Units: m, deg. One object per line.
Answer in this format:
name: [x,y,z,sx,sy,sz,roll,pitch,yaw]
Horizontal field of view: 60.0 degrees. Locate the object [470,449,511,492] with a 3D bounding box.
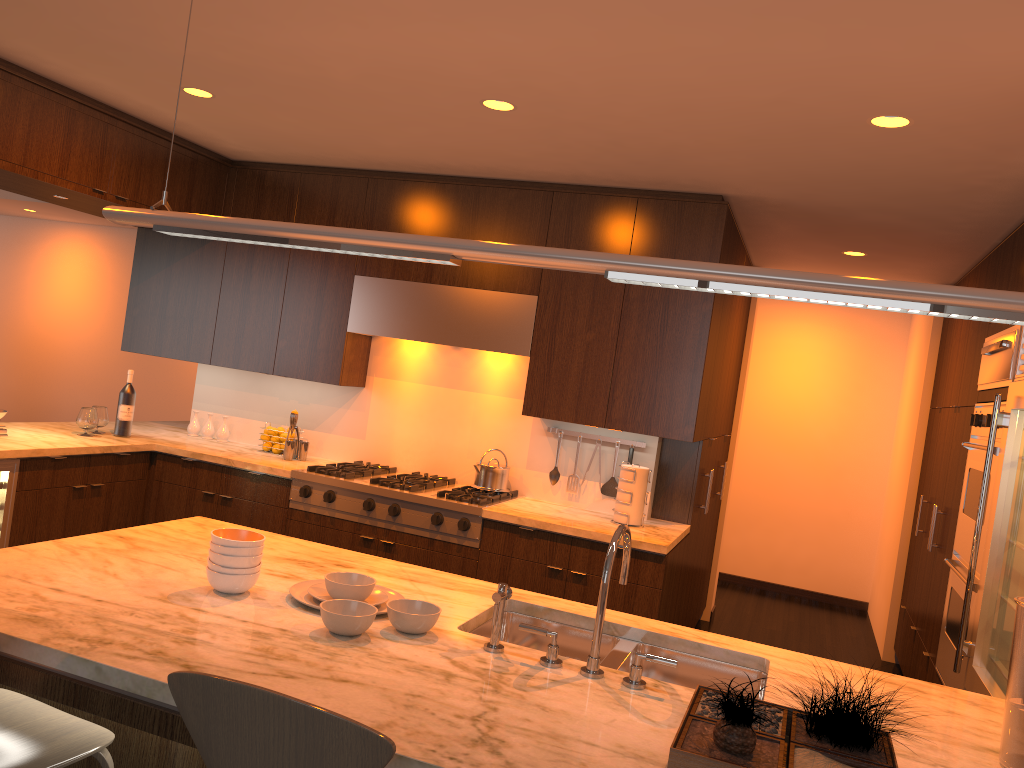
object: [-0.103,0.457,4.796,0.221,0.218,0.221,8,1,3]

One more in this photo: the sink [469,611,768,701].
sink: [0.259,0.811,2.338,0.813,0.176,0.457,8,1,19]

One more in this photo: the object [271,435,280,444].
object: [-1.382,0.326,5.183,0.052,0.053,0.062,9,1,24]

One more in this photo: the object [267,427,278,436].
object: [-1.396,0.279,5.181,0.063,0.051,0.053,8,1,9]

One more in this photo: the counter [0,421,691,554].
counter: [-1.027,0.489,4.467,3.616,0.038,3.187,8,1,19]

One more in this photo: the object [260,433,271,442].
object: [-1.443,0.315,5.193,0.063,0.051,0.053,9,1,21]

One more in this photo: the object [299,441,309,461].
object: [-1.192,0.384,5.057,0.060,0.106,0.060,8,1,-39]

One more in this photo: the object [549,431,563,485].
object: [0.245,0.402,4.791,0.061,0.296,0.020,8,1,17]

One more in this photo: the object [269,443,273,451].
object: [-1.434,0.370,5.246,0.061,0.053,0.053,8,1,4]

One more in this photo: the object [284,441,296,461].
object: [-1.254,0.376,4.995,0.060,0.106,0.060,8,1,-39]

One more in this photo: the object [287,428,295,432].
object: [-1.318,0.287,5.292,0.050,0.060,0.059,8,1,-39]

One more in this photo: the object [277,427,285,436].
object: [-1.364,0.279,5.231,0.051,0.053,0.063,8,1,-37]

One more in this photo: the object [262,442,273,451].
object: [-1.430,0.365,5.189,0.060,0.057,0.052,8,1,-37]

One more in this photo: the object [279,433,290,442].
object: [-1.326,0.312,5.179,0.061,0.052,0.053,8,1,-25]

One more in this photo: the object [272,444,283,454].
object: [-1.371,0.379,5.182,0.064,0.063,0.074,8,1,-18]

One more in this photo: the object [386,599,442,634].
object: [-0.247,0.582,2.203,0.139,0.059,0.138,9,1,44]

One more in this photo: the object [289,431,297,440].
object: [-1.296,0.304,5.229,0.051,0.053,0.063,8,1,-25]

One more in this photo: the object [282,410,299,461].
object: [-1.250,0.285,5.005,0.101,0.288,0.088,8,1,-41]

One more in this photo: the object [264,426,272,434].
object: [-1.432,0.277,5.221,0.057,0.060,0.052,9,1,40]

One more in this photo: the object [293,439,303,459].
object: [-1.241,0.376,5.114,0.060,0.106,0.060,8,1,-39]

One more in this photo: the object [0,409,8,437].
object: [-2.584,0.112,4.330,0.231,0.266,0.191,9,1,22]

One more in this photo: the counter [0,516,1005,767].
counter: [-0.057,0.660,2.137,2.711,0.038,1.280,8,1,19]

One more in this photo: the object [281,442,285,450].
object: [-1.317,0.360,5.158,0.052,0.054,0.061,9,1,29]

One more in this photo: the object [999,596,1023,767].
object: [1.111,0.637,1.847,0.159,0.349,0.159,8,1,-8]

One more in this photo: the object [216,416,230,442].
object: [-1.756,0.274,5.403,0.079,0.154,0.079,8,1,2]

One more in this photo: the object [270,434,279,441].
object: [-1.403,0.319,5.235,0.064,0.053,0.051,8,1,-36]

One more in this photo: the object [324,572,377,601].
object: [-0.434,0.547,2.363,0.139,0.059,0.138,9,1,44]

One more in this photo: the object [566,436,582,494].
object: [0.344,0.432,4.760,0.066,0.314,0.004,8,1,19]

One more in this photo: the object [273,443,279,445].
object: [-1.379,0.372,5.225,0.057,0.060,0.052,8,1,-32]

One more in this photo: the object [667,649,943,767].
object: [0.593,0.624,1.690,0.497,0.231,0.503,8,1,19]

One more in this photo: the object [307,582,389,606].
object: [-0.437,0.568,2.364,0.217,0.025,0.216,9,1,36]

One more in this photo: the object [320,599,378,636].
object: [-0.393,0.562,2.116,0.139,0.059,0.138,9,1,44]

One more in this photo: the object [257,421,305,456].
object: [-1.362,0.323,5.238,0.207,0.175,0.189,8,1,17]
